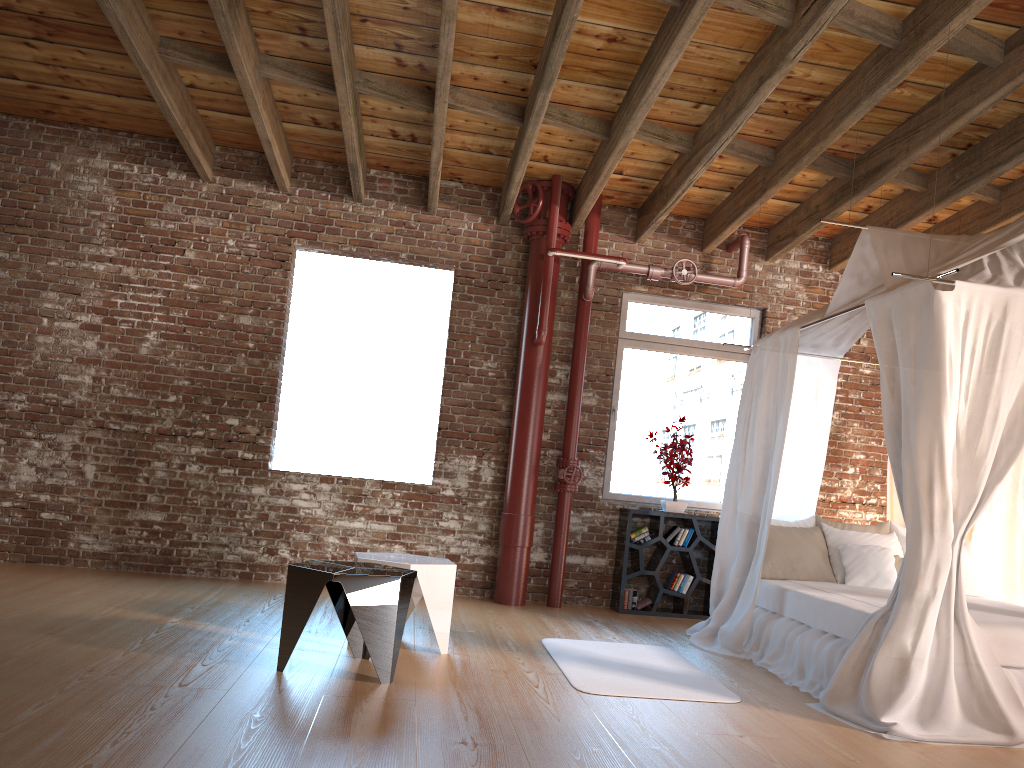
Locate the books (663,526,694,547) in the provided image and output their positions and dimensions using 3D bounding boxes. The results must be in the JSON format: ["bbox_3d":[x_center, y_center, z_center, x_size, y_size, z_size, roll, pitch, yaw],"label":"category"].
[{"bbox_3d":[1.366,1.255,7.273,0.243,0.165,0.135,6,-4,-8],"label":"books"}]

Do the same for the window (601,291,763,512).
[{"bbox_3d":[1.457,0.165,7.623,1.341,1.844,0.168,6,-2,-9],"label":"window"}]

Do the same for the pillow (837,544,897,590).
[{"bbox_3d":[2.411,1.235,5.968,0.381,0.290,0.218,6,-3,1],"label":"pillow"}]

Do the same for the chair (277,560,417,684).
[{"bbox_3d":[-0.772,1.116,4.183,0.600,0.489,0.552,2,-6,36],"label":"chair"}]

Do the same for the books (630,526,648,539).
[{"bbox_3d":[1.026,1.214,7.218,0.153,0.109,0.135,6,-5,-8],"label":"books"}]

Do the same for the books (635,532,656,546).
[{"bbox_3d":[1.091,1.269,7.228,0.156,0.113,0.135,6,-5,-8],"label":"books"}]

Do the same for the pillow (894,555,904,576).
[{"bbox_3d":[2.643,1.289,6.040,0.288,0.233,0.163,6,-3,-10],"label":"pillow"}]

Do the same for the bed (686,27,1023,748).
[{"bbox_3d":[2.702,-0.111,5.362,2.489,3.871,2.686,6,-3,-7],"label":"bed"}]

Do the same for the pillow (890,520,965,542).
[{"bbox_3d":[3.040,1.275,6.449,0.629,0.497,0.209,6,-3,-9],"label":"pillow"}]

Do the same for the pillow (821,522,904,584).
[{"bbox_3d":[2.479,1.197,6.154,0.611,0.402,0.350,7,-4,-11],"label":"pillow"}]

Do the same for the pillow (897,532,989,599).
[{"bbox_3d":[3.058,1.299,6.254,0.626,0.431,0.295,6,-3,-8],"label":"pillow"}]

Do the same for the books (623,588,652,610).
[{"bbox_3d":[1.018,1.763,7.209,0.249,0.159,0.135,6,-4,-8],"label":"books"}]

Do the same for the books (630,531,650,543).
[{"bbox_3d":[1.035,1.250,7.219,0.153,0.109,0.135,6,-5,-8],"label":"books"}]

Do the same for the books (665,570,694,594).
[{"bbox_3d":[1.380,1.635,7.270,0.202,0.180,0.135,6,-4,-8],"label":"books"}]

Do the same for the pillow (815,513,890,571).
[{"bbox_3d":[2.452,1.202,6.354,0.630,0.493,0.210,6,-3,-9],"label":"pillow"}]

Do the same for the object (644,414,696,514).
[{"bbox_3d":[1.325,0.648,7.332,0.416,0.838,0.397,6,-3,-12],"label":"object"}]

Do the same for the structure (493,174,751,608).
[{"bbox_3d":[0.841,0.110,7.148,1.994,3.455,0.579,6,-2,-9],"label":"structure"}]

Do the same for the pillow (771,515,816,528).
[{"bbox_3d":[1.881,1.151,6.253,0.630,0.491,0.200,6,-3,-8],"label":"pillow"}]

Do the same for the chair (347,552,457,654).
[{"bbox_3d":[-0.620,1.211,4.893,0.636,0.489,0.521,10,-6,-44],"label":"chair"}]

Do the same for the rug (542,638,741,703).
[{"bbox_3d":[0.659,1.577,4.935,0.856,0.007,1.447,6,-6,-6],"label":"rug"}]

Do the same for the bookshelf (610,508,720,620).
[{"bbox_3d":[1.301,1.492,7.330,0.853,0.843,0.294,6,-2,-9],"label":"bookshelf"}]

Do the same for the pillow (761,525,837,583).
[{"bbox_3d":[1.899,1.167,6.058,0.612,0.413,0.360,7,-4,-11],"label":"pillow"}]
